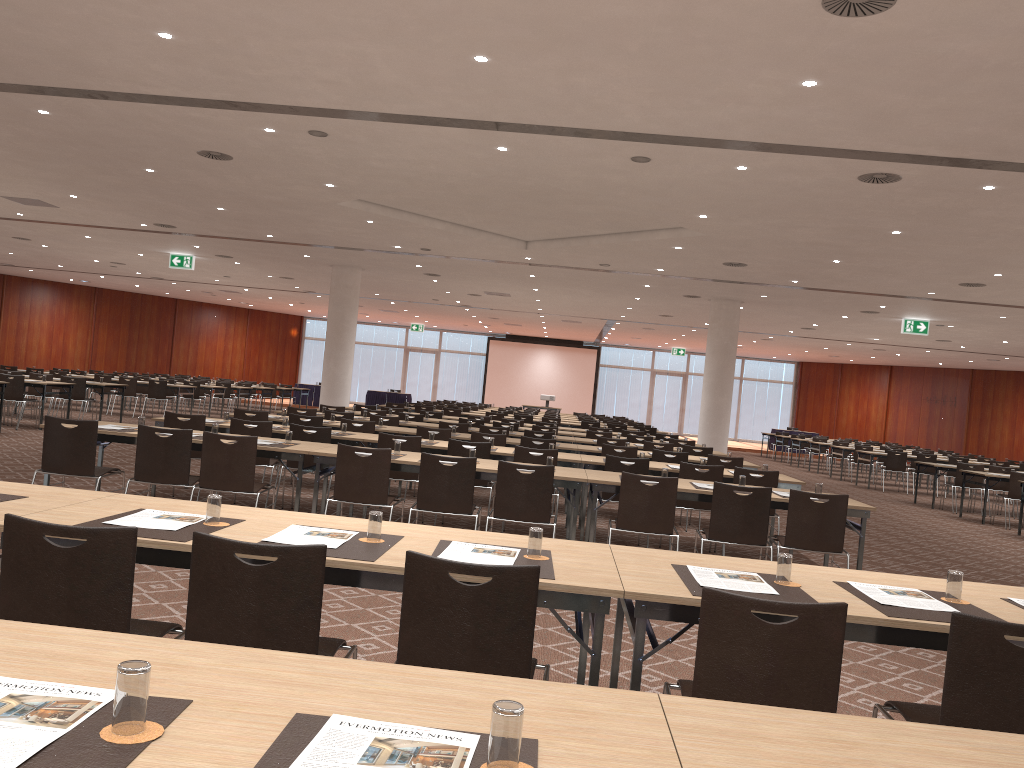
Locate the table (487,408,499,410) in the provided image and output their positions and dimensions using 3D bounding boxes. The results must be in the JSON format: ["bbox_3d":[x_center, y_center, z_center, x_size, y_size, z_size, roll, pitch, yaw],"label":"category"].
[{"bbox_3d":[-1.616,1.120,29.214,2.267,0.833,0.953,5,0,3],"label":"table"}]

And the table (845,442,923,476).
[{"bbox_3d":[11.950,2.402,28.470,2.267,0.833,0.953,5,0,3],"label":"table"}]

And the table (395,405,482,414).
[{"bbox_3d":[-1.944,1.048,23.223,2.267,0.833,0.953,5,0,3],"label":"table"}]

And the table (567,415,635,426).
[{"bbox_3d":[2.897,1.547,28.967,2.267,0.833,0.953,5,0,3],"label":"table"}]

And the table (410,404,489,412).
[{"bbox_3d":[-1.835,1.072,25.220,2.267,0.833,0.953,5,0,3],"label":"table"}]

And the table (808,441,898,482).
[{"bbox_3d":[9.475,2.141,24.600,2.267,0.833,0.953,5,0,3],"label":"table"}]

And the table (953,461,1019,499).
[{"bbox_3d":[11.513,2.305,20.482,2.267,0.833,0.953,5,0,3],"label":"table"}]

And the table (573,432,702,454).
[{"bbox_3d":[2.159,1.383,15.487,2.267,0.833,0.953,5,0,3],"label":"table"}]

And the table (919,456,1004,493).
[{"bbox_3d":[11.622,2.330,22.479,2.267,0.833,0.953,5,0,3],"label":"table"}]

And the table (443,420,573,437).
[{"bbox_3d":[-0.097,1.170,15.611,2.267,0.833,0.953,5,0,3],"label":"table"}]

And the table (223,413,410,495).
[{"bbox_3d":[-2.572,0.909,11.741,2.267,0.833,0.953,5,0,3],"label":"table"}]

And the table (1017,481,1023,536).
[{"bbox_3d":[8.847,2.002,13.117,2.267,0.833,0.953,5,0,3],"label":"table"}]

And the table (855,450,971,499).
[{"bbox_3d":[9.257,2.092,20.606,2.267,0.833,0.953,5,0,3],"label":"table"}]

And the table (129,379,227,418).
[{"bbox_3d":[-8.900,0.390,23.605,2.267,0.833,0.953,5,0,3],"label":"table"}]

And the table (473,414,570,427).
[{"bbox_3d":[0.203,1.237,21.103,2.267,0.833,0.953,5,0,3],"label":"table"}]

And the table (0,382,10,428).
[{"bbox_3d":[-9.418,0.275,14.119,2.267,0.833,0.953,5,0,3],"label":"table"}]

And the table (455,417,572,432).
[{"bbox_3d":[0.012,1.194,17.608,2.267,0.833,0.953,5,0,3],"label":"table"}]

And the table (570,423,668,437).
[{"bbox_3d":[2.460,1.450,20.979,2.267,0.833,0.953,5,0,3],"label":"table"}]

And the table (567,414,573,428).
[{"bbox_3d":[3.006,1.571,30.964,2.267,0.833,0.953,5,0,3],"label":"table"}]

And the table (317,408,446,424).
[{"bbox_3d":[-2.354,0.957,15.735,2.267,0.833,0.953,5,0,3],"label":"table"}]

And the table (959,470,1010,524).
[{"bbox_3d":[8.956,2.026,15.114,2.267,0.833,0.953,5,0,3],"label":"table"}]

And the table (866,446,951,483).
[{"bbox_3d":[11.841,2.378,26.473,2.267,0.833,0.953,5,0,3],"label":"table"}]

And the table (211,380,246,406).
[{"bbox_3d":[-10.719,0.274,31.717,2.267,0.833,0.953,5,0,3],"label":"table"}]

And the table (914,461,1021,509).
[{"bbox_3d":[9.065,2.050,17.111,2.267,0.833,0.953,5,0,3],"label":"table"}]

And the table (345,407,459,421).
[{"bbox_3d":[-2.244,0.981,17.732,2.267,0.833,0.953,5,0,3],"label":"table"}]

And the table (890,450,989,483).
[{"bbox_3d":[11.731,2.354,24.476,2.267,0.833,0.953,5,0,3],"label":"table"}]

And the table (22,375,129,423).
[{"bbox_3d":[-9.200,0.324,18.113,2.267,0.833,0.953,5,0,3],"label":"table"}]

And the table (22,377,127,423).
[{"bbox_3d":[-9.200,0.324,18.113,2.267,0.833,0.953,5,0,3],"label":"table"}]

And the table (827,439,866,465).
[{"bbox_3d":[12.059,2.426,30.467,2.267,0.833,0.953,5,0,3],"label":"table"}]

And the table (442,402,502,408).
[{"bbox_3d":[-1.507,1.144,31.211,2.267,0.833,0.953,5,0,3],"label":"table"}]

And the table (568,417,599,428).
[{"bbox_3d":[2.787,1.522,26.970,2.267,0.833,0.953,5,0,3],"label":"table"}]

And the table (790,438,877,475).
[{"bbox_3d":[9.584,2.165,26.597,2.267,0.833,0.953,5,0,3],"label":"table"}]

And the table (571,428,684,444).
[{"bbox_3d":[2.268,1.408,17.484,2.267,0.833,0.953,5,0,3],"label":"table"}]

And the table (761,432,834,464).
[{"bbox_3d":[9.803,2.213,30.591,2.267,0.833,0.953,5,0,3],"label":"table"}]

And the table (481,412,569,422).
[{"bbox_3d":[0.312,1.261,23.100,2.267,0.833,0.953,5,0,3],"label":"table"}]

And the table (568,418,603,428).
[{"bbox_3d":[2.678,1.498,24.973,2.267,0.833,0.953,5,0,3],"label":"table"}]

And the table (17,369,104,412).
[{"bbox_3d":[-11.265,0.153,21.732,2.267,0.833,0.953,5,0,3],"label":"table"}]

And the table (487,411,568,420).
[{"bbox_3d":[0.422,1.285,25.097,2.267,0.833,0.953,5,0,3],"label":"table"}]

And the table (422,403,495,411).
[{"bbox_3d":[-1.726,1.096,27.217,2.267,0.833,0.953,5,0,3],"label":"table"}]

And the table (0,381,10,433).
[{"bbox_3d":[-9.418,0.275,14.119,2.267,0.833,0.953,5,0,3],"label":"table"}]

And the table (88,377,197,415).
[{"bbox_3d":[-9.009,0.366,21.608,2.267,0.833,0.953,5,0,3],"label":"table"}]

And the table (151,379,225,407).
[{"bbox_3d":[-10.828,0.250,29.720,2.267,0.833,0.953,5,0,3],"label":"table"}]

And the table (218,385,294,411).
[{"bbox_3d":[-8.572,0.463,29.596,2.267,0.833,0.953,5,0,3],"label":"table"}]

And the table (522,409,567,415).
[{"bbox_3d":[0.749,1.358,31.088,2.267,0.833,0.953,5,0,3],"label":"table"}]

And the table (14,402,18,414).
[{"bbox_3d":[-11.456,0.111,18.237,2.267,0.833,0.953,5,0,3],"label":"table"}]

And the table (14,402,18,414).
[{"bbox_3d":[-11.456,0.111,18.237,2.267,0.833,0.953,5,0,3],"label":"table"}]

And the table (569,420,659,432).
[{"bbox_3d":[2.569,1.474,22.976,2.267,0.833,0.953,5,0,3],"label":"table"}]

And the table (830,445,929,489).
[{"bbox_3d":[9.366,2.116,22.603,2.267,0.833,0.953,5,0,3],"label":"table"}]

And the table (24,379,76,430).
[{"bbox_3d":[-9.309,0.300,16.116,2.267,0.833,0.953,5,0,3],"label":"table"}]

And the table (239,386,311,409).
[{"bbox_3d":[-8.463,0.487,31.593,2.267,0.833,0.953,5,0,3],"label":"table"}]

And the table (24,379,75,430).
[{"bbox_3d":[-9.309,0.300,16.116,2.267,0.833,0.953,5,0,3],"label":"table"}]

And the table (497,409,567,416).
[{"bbox_3d":[0.640,1.333,29.091,2.267,0.833,0.953,5,0,3],"label":"table"}]

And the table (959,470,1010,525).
[{"bbox_3d":[8.956,2.026,15.114,2.267,0.833,0.953,5,0,3],"label":"table"}]

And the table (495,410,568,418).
[{"bbox_3d":[0.531,1.309,27.094,2.267,0.833,0.953,5,0,3],"label":"table"}]

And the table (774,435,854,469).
[{"bbox_3d":[9.693,2.189,28.594,2.267,0.833,0.953,5,0,3],"label":"table"}]

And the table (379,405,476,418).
[{"bbox_3d":[-2.053,1.023,21.226,2.267,0.833,0.953,5,0,3],"label":"table"}]
